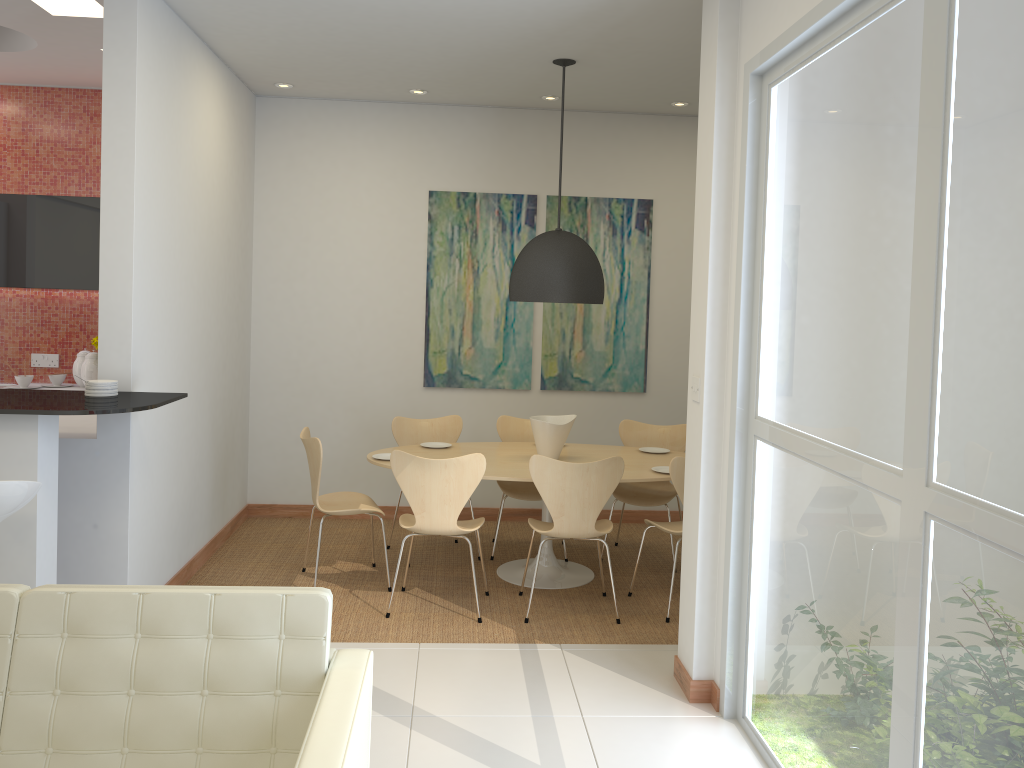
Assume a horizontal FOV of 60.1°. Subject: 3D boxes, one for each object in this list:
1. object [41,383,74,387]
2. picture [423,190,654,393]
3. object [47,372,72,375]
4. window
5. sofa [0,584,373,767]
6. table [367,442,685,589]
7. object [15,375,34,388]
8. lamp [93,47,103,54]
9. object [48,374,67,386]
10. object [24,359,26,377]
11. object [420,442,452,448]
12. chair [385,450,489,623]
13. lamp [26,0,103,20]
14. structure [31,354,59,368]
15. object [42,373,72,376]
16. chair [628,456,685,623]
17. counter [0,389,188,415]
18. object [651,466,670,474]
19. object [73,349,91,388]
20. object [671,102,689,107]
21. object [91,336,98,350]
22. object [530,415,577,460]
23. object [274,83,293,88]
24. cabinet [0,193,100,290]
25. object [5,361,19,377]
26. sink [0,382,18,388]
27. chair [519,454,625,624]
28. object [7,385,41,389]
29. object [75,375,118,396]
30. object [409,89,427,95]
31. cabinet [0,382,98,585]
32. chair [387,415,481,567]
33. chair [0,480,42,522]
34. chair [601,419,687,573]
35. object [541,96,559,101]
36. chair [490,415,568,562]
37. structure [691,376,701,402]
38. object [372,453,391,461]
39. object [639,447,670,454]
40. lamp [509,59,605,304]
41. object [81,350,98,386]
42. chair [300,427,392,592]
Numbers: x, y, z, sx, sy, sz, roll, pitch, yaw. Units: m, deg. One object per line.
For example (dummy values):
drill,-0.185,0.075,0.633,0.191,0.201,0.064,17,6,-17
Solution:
object,-3.315,0.013,6.454,0.218,0.014,0.219,2,5,1
picture,0.206,-0.704,6.840,1.738,1.504,0.020,2,2,-4
object,-3.312,-0.074,6.460,0.008,0.009,0.234,3,5,20
window,1.085,0.198,1.990,0.121,2.707,3.444,2,4,-4
sofa,-1.637,1.010,1.878,2.564,0.921,1.004,1,4,-4
table,0.216,0.833,5.581,2.261,0.727,1.284,2,4,-3
object,-3.460,-0.016,6.279,0.121,0.084,0.121,3,4,16
lamp,-2.408,-2.118,5.705,0.408,0.034,0.410,1,5,-4
object,-3.314,-0.027,6.453,0.121,0.084,0.121,-2,5,-39
object,-3.482,-0.076,6.331,0.009,0.195,0.140,1,3,-34
object,-0.505,0.410,5.882,0.210,0.015,0.211,4,6,18
chair,-0.392,0.791,4.892,0.521,0.905,0.517,2,3,4
lamp,-2.344,-2.024,4.711,0.408,0.034,0.410,1,5,-4
structure,-3.493,-0.175,6.622,0.198,0.099,0.016,2,2,-4
object,-3.305,-0.071,6.432,0.008,0.009,0.234,4,5,25
chair,1.022,0.821,5.043,0.521,0.905,0.517,1,3,-20
counter,-3.017,0.050,3.803,2.963,0.019,0.738,1,5,-4
object,0.933,0.514,5.247,0.210,0.015,0.211,-2,7,-39
object,-3.116,-0.117,6.458,0.159,0.283,0.160,-1,4,-42
object,1.233,-2.057,6.510,0.129,0.010,0.129,6,7,41
object,-2.729,-0.180,6.330,0.522,0.448,0.504,2,4,-1
object,0.244,0.333,5.549,0.271,0.279,0.261,4,4,32
object,-1.630,-2.130,6.323,0.129,0.010,0.129,6,7,41
cabinet,-3.718,-1.031,6.409,3.242,0.658,0.353,1,3,-4
object,-3.523,-0.072,6.282,0.164,0.177,0.011,2,2,10
sink,-4.005,-0.043,6.359,0.808,0.536,0.418,2,3,-4
chair,0.325,0.812,4.912,0.521,0.905,0.517,2,3,-4
object,-3.461,0.024,6.281,0.219,0.014,0.219,6,7,36
object,-1.910,0.001,4.083,0.173,0.097,0.140,1,4,-11
object,-0.676,-2.106,6.385,0.129,0.010,0.129,6,7,41
cabinet,-3.744,0.595,5.398,3.334,0.982,2.503,1,5,-4
chair,-0.523,0.690,5.941,0.521,0.905,0.517,1,3,-25
chair,-2.004,0.828,3.283,0.457,1.019,0.466,1,3,-18
chair,0.921,0.729,6.006,0.522,0.905,0.516,3,3,20
object,0.279,-2.081,6.447,0.129,0.010,0.129,6,7,41
chair,0.131,0.698,6.076,0.521,0.905,0.517,2,3,0
structure,0.805,0.021,3.884,0.013,0.104,0.114,2,4,-4
object,-0.746,0.447,5.396,0.210,0.015,0.211,4,6,18
object,0.957,0.449,5.954,0.210,0.015,0.211,-1,6,-26
lamp,0.300,-1.251,5.501,0.594,1.490,0.596,2,2,-2
object,-2.988,-0.099,6.318,0.159,0.283,0.160,-1,4,-42
chair,-1.011,0.734,5.288,0.515,0.905,0.523,1,3,-20
